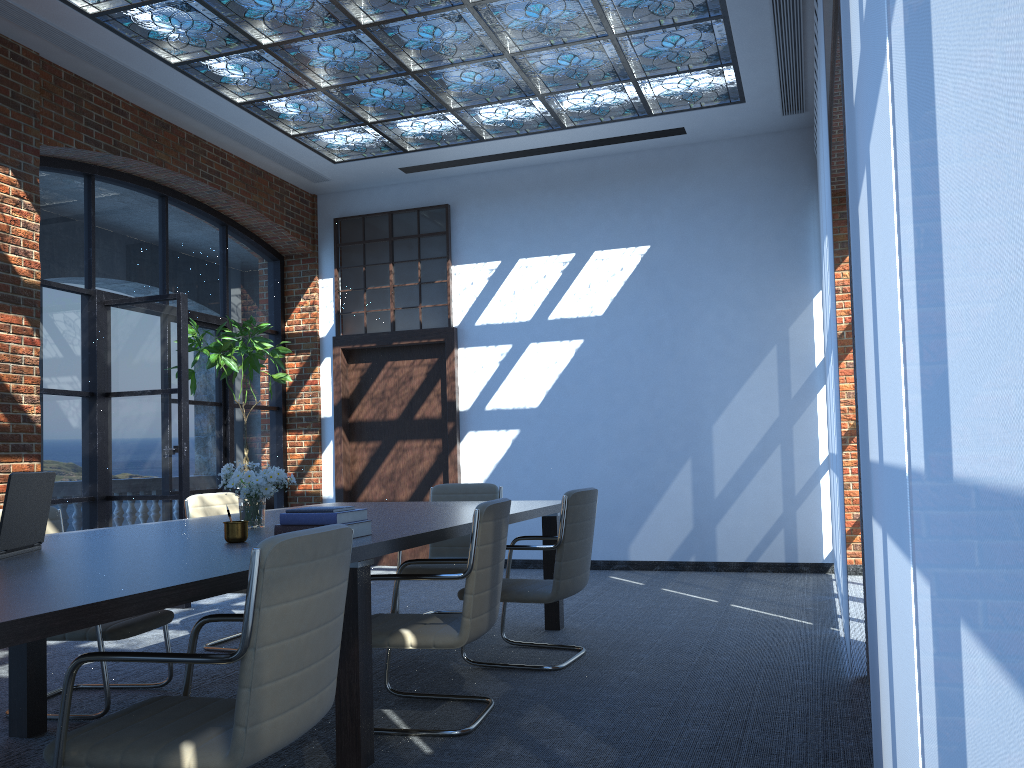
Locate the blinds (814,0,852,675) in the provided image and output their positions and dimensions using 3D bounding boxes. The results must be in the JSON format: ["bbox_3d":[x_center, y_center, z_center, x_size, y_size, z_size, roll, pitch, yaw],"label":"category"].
[{"bbox_3d":[1.741,-0.461,4.819,0.039,3.750,1.220,-2,-3,19],"label":"blinds"}]

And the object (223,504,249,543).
[{"bbox_3d":[-1.028,0.518,3.300,0.091,0.142,0.091,-1,-3,-4],"label":"object"}]

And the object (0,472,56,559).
[{"bbox_3d":[-1.802,0.448,3.033,0.323,0.282,0.391,-1,-4,-8],"label":"object"}]

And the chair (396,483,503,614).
[{"bbox_3d":[-0.422,1.148,6.025,0.560,0.921,0.707,-3,-3,19],"label":"chair"}]

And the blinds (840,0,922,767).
[{"bbox_3d":[0.746,-0.677,1.904,0.039,3.750,1.317,-2,-3,19],"label":"blinds"}]

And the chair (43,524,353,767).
[{"bbox_3d":[-0.829,0.861,2.434,0.706,0.921,0.561,-2,-3,14],"label":"chair"}]

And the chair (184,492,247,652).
[{"bbox_3d":[-1.583,1.133,5.468,0.707,0.921,0.561,-3,-3,19],"label":"chair"}]

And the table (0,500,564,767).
[{"bbox_3d":[-1.148,1.049,3.916,1.810,0.808,4.512,-3,-5,19],"label":"table"}]

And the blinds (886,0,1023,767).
[{"bbox_3d":[0.312,-0.771,0.635,0.039,3.750,1.321,-2,-3,19],"label":"blinds"}]

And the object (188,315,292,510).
[{"bbox_3d":[-2.461,0.600,8.186,0.946,2.486,1.326,-2,-3,19],"label":"object"}]

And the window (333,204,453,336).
[{"bbox_3d":[-1.255,-1.159,9.258,1.329,1.290,0.059,-3,-3,19],"label":"window"}]

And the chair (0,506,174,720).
[{"bbox_3d":[-2.025,1.037,4.172,0.706,0.921,0.561,-2,-3,7],"label":"chair"}]

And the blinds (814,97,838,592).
[{"bbox_3d":[2.562,-0.283,7.225,0.039,3.750,1.220,-2,-3,19],"label":"blinds"}]

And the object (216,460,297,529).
[{"bbox_3d":[-1.168,0.499,4.032,0.329,0.309,0.336,-4,-4,29],"label":"object"}]

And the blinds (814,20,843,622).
[{"bbox_3d":[2.150,-0.373,6.017,0.039,3.750,1.220,-2,-3,19],"label":"blinds"}]

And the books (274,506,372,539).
[{"bbox_3d":[-0.722,0.533,3.413,0.294,0.114,0.255,-3,-5,17],"label":"books"}]

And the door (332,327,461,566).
[{"bbox_3d":[-1.183,0.679,9.231,1.401,2.430,0.200,-3,-3,19],"label":"door"}]

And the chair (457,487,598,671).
[{"bbox_3d":[0.103,1.037,4.854,0.707,0.921,0.561,-3,-3,22],"label":"chair"}]

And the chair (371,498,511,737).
[{"bbox_3d":[-0.361,0.962,3.806,0.706,0.921,0.561,-2,-3,12],"label":"chair"}]
